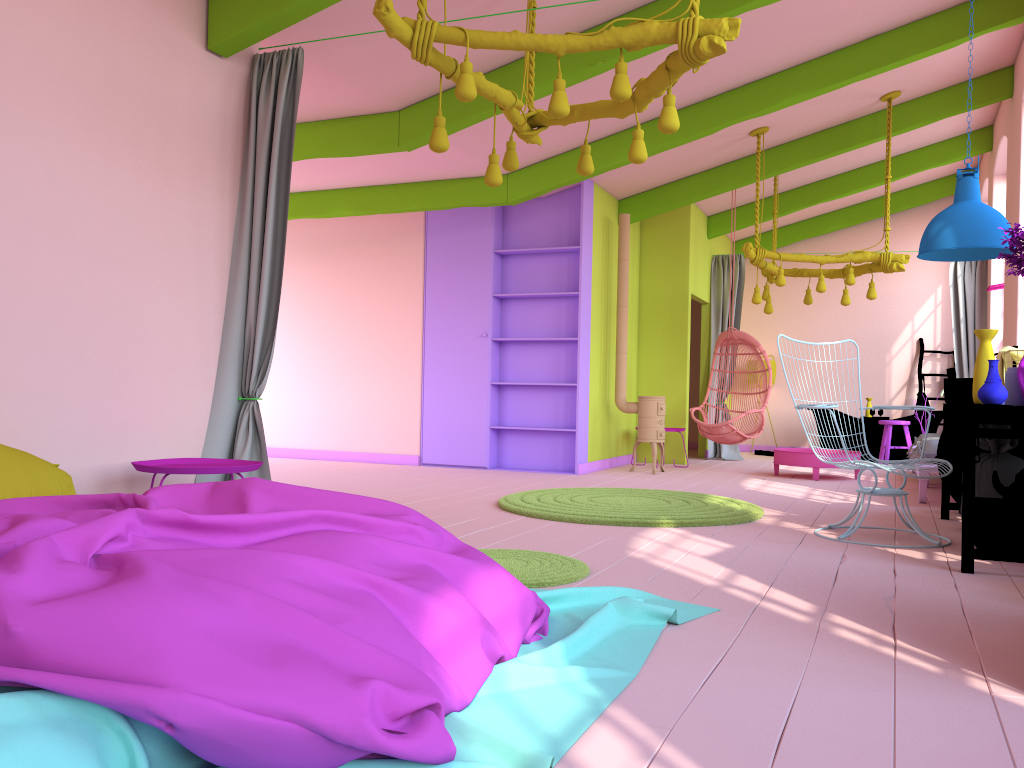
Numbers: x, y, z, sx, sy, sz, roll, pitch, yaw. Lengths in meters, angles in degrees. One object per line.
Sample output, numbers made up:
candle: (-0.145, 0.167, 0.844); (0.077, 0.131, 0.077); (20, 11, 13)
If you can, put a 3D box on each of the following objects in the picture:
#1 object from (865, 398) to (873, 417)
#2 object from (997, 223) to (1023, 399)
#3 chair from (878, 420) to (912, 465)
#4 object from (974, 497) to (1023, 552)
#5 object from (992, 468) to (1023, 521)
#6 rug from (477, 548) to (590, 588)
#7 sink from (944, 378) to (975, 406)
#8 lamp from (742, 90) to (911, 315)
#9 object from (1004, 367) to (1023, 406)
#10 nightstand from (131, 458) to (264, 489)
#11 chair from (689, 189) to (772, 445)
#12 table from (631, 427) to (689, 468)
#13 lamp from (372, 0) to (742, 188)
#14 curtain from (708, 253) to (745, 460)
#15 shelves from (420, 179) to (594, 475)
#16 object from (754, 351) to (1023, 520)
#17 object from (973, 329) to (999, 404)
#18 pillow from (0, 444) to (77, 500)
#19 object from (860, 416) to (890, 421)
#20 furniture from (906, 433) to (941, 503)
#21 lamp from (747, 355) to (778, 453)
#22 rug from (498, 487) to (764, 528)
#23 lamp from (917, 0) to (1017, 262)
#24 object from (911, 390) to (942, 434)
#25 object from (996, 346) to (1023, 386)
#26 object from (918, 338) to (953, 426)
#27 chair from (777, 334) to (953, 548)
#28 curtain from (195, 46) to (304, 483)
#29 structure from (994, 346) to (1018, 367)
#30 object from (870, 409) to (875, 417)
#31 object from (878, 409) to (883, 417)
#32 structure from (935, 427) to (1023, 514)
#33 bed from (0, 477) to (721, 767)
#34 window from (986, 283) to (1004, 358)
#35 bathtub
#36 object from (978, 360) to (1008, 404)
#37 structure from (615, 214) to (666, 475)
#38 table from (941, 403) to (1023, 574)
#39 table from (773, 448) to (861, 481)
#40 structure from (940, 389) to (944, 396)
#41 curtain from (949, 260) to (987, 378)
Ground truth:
object: (4.889, 0.349, 12.144); (0.097, 0.321, 0.097); (1, 0, 35)
object: (2.660, -0.362, 4.398); (0.441, 0.950, 0.502); (1, 0, -17)
chair: (4.742, 0.753, 11.031); (0.473, 0.593, 0.446); (1, 0, -8)
object: (2.796, 0.793, 4.843); (0.446, 0.277, 0.521); (1, -1, 23)
object: (2.885, 0.703, 4.963); (0.300, 0.448, 0.672); (1, 0, -1)
rug: (-0.048, 0.848, 4.111); (0.792, 0.021, 0.792); (1, -1, 6)
sink: (3.021, 0.048, 5.810); (0.340, 0.194, 0.609); (1, -1, 23)
lamp: (3.154, -1.876, 9.466); (1.610, 2.264, 1.775); (1, 0, 5)
object: (2.595, 0.014, 4.558); (0.109, 0.197, 0.109); (1, 0, -29)
nightstand: (-1.500, 0.599, 4.234); (0.596, 0.458, 0.596); (1, 0, -29)
chair: (2.510, -0.868, 10.160); (0.860, 3.129, 0.806); (1, 0, 43)
table: (1.747, 0.743, 10.476); (0.596, 0.458, 0.596); (1, 0, -29)
lamp: (0.274, -2.192, 4.676); (1.610, 2.264, 1.775); (1, 0, 5)
curtain: (2.855, -0.391, 11.926); (0.518, 2.785, 0.525); (1, 0, 4)
shelves: (-0.089, -0.615, 9.564); (1.841, 3.104, 0.384); (1, 0, 23)
object: (3.535, 0.215, 9.515); (2.826, 1.580, 7.866); (1, -1, 24)
object: (2.431, -0.086, 4.555); (0.116, 0.383, 0.116); (1, 0, -3)
pillow: (-2.248, 0.379, 2.598); (0.848, 0.822, 2.617); (1, -1, 13)
object: (4.971, 0.484, 12.140); (0.360, 0.068, 1.323); (1, -1, 23)
furniture: (4.316, 0.756, 8.664); (0.907, 0.507, 3.776); (1, -1, 23)
lamp: (3.728, 0.301, 13.365); (0.476, 1.466, 0.491); (1, 0, -37)
rug: (0.853, 0.885, 6.492); (1.888, 0.050, 1.889); (1, -1, 11)
lamp: (2.698, -1.760, 5.227); (0.529, 2.002, 0.528); (1, 0, -35)
object: (5.250, 0.565, 11.185); (0.277, 0.987, 0.451); (1, 0, -22)
object: (2.981, -0.043, 5.094); (0.444, 0.369, 0.633); (1, -1, 23)
object: (6.025, 0.221, 12.484); (0.603, 1.764, 0.410); (1, 0, 23)
chair: (2.196, 0.311, 5.418); (1.078, 1.238, 0.925); (1, 0, -32)
curtain: (-1.470, -0.555, 4.976); (0.518, 2.785, 0.525); (1, 0, 4)
structure: (3.204, -0.048, 5.759); (0.166, 0.397, 0.087); (1, 0, 33)
object: (4.865, 0.419, 11.974); (0.069, 0.170, 0.069); (1, 0, 43)
object: (5.021, 0.424, 12.084); (0.069, 0.170, 0.069); (1, 0, 43)
structure: (3.510, 0.547, 6.531); (0.718, 0.845, 0.718); (1, 0, -9)
bed: (-1.151, 0.565, 2.401); (2.802, 0.514, 3.577); (1, -1, 23)
window: (5.522, -1.160, 9.673); (0.551, 3.009, 1.514); (1, 0, 23)
bathtub: (4.996, 0.696, 12.127); (1.889, 0.740, 0.826); (1, 0, 23)
object: (2.367, -0.009, 4.365); (0.132, 0.219, 0.132); (1, 0, 40)
structure: (1.461, -0.447, 9.696); (0.577, 2.814, 0.403); (1, 0, 41)
table: (2.909, 0.528, 5.147); (0.655, 0.821, 2.193); (1, -1, 23)
table: (3.242, 0.852, 9.442); (0.885, 0.285, 0.885); (2, -1, -41)
structure: (5.909, 0.557, 11.711); (0.254, 1.061, 0.451); (1, 0, -23)
curtain: (5.546, -0.289, 10.749); (0.518, 2.785, 0.525); (1, 0, 43)
